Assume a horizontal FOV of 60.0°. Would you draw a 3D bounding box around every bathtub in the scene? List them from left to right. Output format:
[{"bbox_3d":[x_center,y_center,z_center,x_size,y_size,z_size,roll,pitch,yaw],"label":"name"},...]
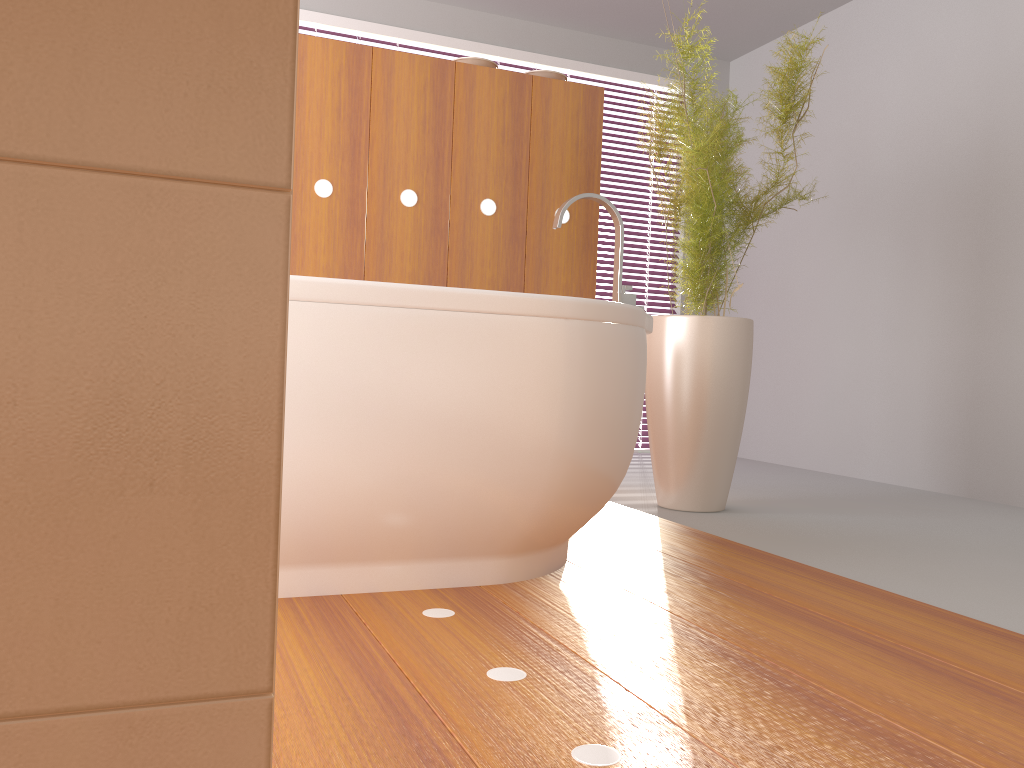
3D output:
[{"bbox_3d":[-0.526,-0.063,1.978,1.874,0.900,0.888,2,1,-22],"label":"bathtub"}]

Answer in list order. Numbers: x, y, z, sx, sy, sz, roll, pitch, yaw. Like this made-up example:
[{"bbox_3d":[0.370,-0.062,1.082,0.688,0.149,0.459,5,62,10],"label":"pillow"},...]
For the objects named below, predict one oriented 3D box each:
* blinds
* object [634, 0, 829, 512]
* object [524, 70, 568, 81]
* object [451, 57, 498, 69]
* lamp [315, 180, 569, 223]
[{"bbox_3d":[-1.234,-0.713,4.182,4.712,2.022,0.032,2,1,-22],"label":"blinds"},{"bbox_3d":[0.737,-0.357,2.968,0.683,1.557,1.335,3,1,10],"label":"object"},{"bbox_3d":[0.115,-1.093,3.231,0.173,0.046,0.173,2,1,-22],"label":"object"},{"bbox_3d":[-0.136,-1.101,3.128,0.173,0.046,0.173,2,1,-22],"label":"object"},{"bbox_3d":[-0.339,-0.612,2.918,1.169,0.052,0.001,2,1,-22],"label":"lamp"}]
